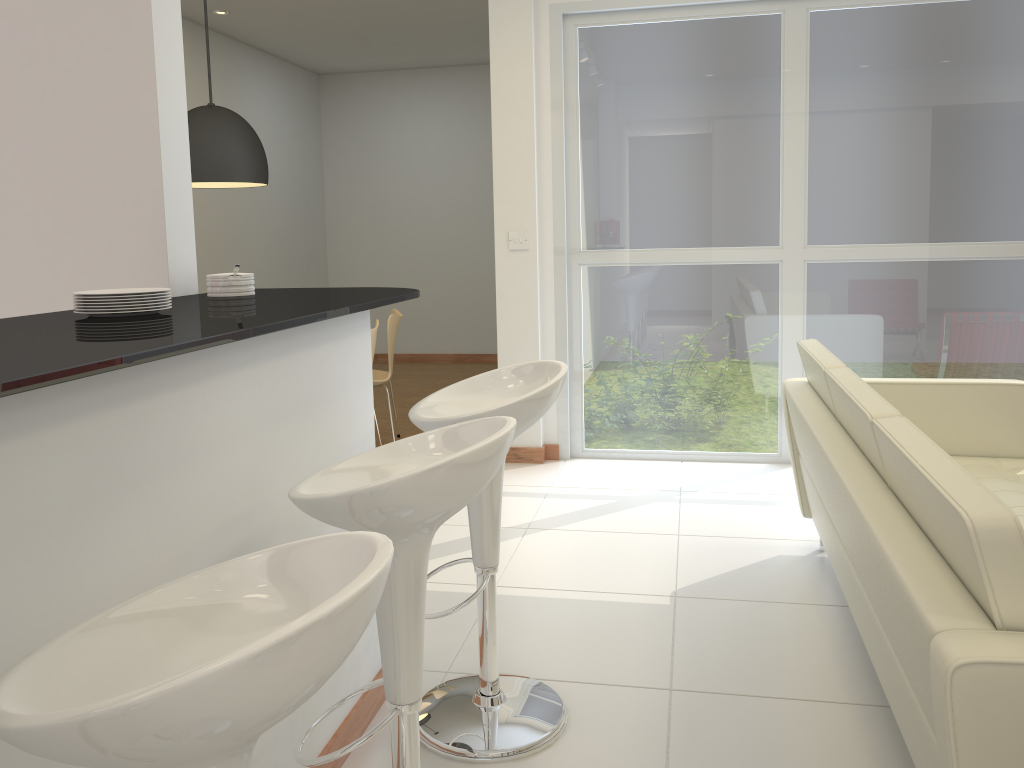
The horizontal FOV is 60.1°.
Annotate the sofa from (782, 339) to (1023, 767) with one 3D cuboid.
[{"bbox_3d":[1.389,0.465,2.478,1.000,0.916,2.584,0,9,12],"label":"sofa"}]

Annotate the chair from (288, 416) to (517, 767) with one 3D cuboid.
[{"bbox_3d":[-0.210,0.579,1.775,0.465,1.014,0.460,1,7,23],"label":"chair"}]

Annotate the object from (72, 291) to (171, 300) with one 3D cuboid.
[{"bbox_3d":[-0.903,-0.202,2.055,0.211,0.015,0.211,-8,11,-34],"label":"object"}]

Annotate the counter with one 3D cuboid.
[{"bbox_3d":[-0.880,-0.071,1.565,0.735,0.019,2.987,1,10,11],"label":"counter"}]

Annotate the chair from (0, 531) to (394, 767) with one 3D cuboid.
[{"bbox_3d":[-0.356,0.702,1.063,0.465,1.014,0.460,1,7,23],"label":"chair"}]

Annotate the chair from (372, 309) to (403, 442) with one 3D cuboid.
[{"bbox_3d":[-0.967,-0.023,5.862,0.516,0.901,0.525,-2,7,-5],"label":"chair"}]

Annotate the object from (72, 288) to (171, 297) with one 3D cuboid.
[{"bbox_3d":[-0.903,-0.209,2.054,0.211,0.015,0.211,-8,11,-34],"label":"object"}]

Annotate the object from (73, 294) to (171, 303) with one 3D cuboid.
[{"bbox_3d":[-0.903,-0.196,2.055,0.211,0.015,0.211,-8,11,-34],"label":"object"}]

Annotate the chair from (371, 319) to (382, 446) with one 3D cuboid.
[{"bbox_3d":[-1.023,0.095,5.159,0.516,0.901,0.525,0,7,12],"label":"chair"}]

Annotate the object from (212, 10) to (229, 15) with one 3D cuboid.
[{"bbox_3d":[-2.313,-2.949,7.029,0.130,0.010,0.130,-8,11,-33],"label":"object"}]

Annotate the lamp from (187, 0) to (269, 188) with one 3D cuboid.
[{"bbox_3d":[-1.727,-1.884,5.032,0.594,1.484,0.598,0,7,14],"label":"lamp"}]

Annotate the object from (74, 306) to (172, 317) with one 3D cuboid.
[{"bbox_3d":[-0.902,-0.168,2.058,0.211,0.015,0.211,-8,11,-34],"label":"object"}]

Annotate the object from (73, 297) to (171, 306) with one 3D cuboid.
[{"bbox_3d":[-0.903,-0.189,2.056,0.211,0.015,0.211,-8,11,-34],"label":"object"}]

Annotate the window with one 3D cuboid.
[{"bbox_3d":[1.939,-0.862,5.004,3.432,2.697,0.122,0,6,12],"label":"window"}]

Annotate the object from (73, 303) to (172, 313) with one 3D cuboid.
[{"bbox_3d":[-0.902,-0.175,2.058,0.211,0.015,0.211,-8,11,-34],"label":"object"}]

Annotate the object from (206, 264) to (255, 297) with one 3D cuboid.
[{"bbox_3d":[-0.863,-0.318,2.693,0.140,0.097,0.174,-1,9,4],"label":"object"}]

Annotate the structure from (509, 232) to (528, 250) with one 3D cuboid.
[{"bbox_3d":[0.038,-0.847,5.234,0.114,0.104,0.013,0,6,12],"label":"structure"}]

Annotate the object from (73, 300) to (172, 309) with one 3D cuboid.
[{"bbox_3d":[-0.902,-0.182,2.057,0.211,0.015,0.211,-8,11,-34],"label":"object"}]

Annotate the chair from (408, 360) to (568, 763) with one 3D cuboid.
[{"bbox_3d":[-0.067,0.457,2.489,0.464,1.014,0.460,-2,7,-2],"label":"chair"}]
